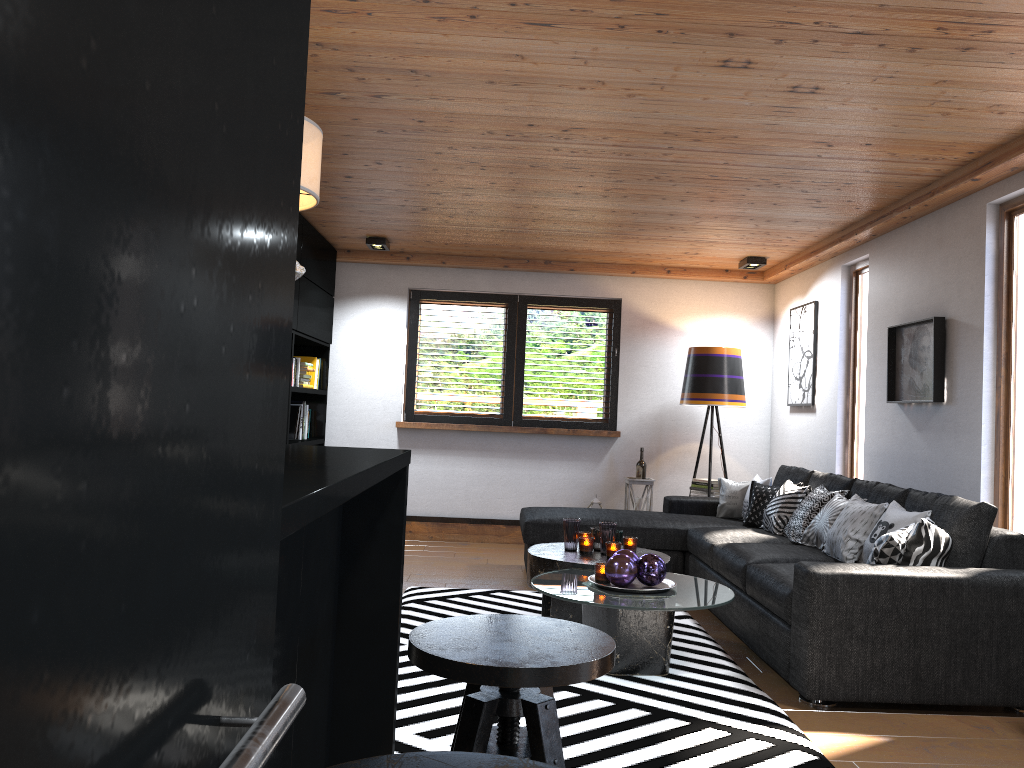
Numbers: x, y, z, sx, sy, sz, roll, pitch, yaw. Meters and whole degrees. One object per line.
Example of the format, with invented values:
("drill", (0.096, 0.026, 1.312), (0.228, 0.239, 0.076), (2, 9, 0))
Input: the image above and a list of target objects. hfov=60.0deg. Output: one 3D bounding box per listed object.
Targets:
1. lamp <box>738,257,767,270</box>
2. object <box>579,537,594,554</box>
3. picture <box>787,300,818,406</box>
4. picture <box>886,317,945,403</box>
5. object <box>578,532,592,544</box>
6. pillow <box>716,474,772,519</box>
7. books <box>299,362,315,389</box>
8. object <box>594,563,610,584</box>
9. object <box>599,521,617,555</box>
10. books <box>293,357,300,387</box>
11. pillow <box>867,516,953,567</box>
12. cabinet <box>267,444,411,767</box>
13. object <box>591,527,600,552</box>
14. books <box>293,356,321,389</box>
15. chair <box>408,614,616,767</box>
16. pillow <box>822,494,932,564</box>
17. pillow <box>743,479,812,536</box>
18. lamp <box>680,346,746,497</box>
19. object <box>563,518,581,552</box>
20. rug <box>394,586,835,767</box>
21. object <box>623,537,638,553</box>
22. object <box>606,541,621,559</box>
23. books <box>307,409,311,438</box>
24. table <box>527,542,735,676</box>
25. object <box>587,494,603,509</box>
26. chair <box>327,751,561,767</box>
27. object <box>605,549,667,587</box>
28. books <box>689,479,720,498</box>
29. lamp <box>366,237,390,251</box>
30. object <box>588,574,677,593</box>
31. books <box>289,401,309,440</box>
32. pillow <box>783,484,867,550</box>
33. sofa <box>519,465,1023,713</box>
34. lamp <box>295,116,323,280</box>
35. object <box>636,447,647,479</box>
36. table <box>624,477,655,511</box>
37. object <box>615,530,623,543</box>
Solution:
("lamp", (1.891, -0.955, 6.973), (0.155, 0.068, 0.261), (3, -2, -1))
("object", (0.388, 0.843, 4.625), (0.079, 0.081, 0.079), (2, -2, 14))
("picture", (2.237, -0.222, 6.842), (0.020, 0.782, 0.562), (3, -2, -1))
("picture", (2.239, -0.120, 4.934), (0.066, 0.451, 0.558), (3, -2, -1))
("object", (0.398, 0.850, 4.828), (0.079, 0.081, 0.079), (2, -2, 14))
("pillow", (1.624, 0.796, 6.136), (0.219, 0.347, 0.562), (4, -2, -21))
("books", (-1.684, -0.067, 6.886), (0.260, 0.197, 0.296), (3, -2, 1))
("object", (0.407, 0.848, 3.968), (0.079, 0.081, 0.079), (2, -2, 14))
("object", (0.497, 0.805, 4.620), (0.095, 0.167, 0.093), (4, -3, -30))
("books", (-1.711, -0.091, 6.599), (0.182, 0.233, 0.284), (3, -2, 2))
("pillow", (1.721, 0.737, 3.829), (0.542, 0.346, 0.296), (4, -3, -41))
("cabinet", (-0.456, 0.620, 1.197), (0.430, 1.010, 1.623), (3, -2, -1))
("object", (0.474, 0.831, 4.734), (0.114, 0.122, 0.112), (4, -3, -25))
("books", (-1.663, -0.087, 7.148), (0.213, 0.261, 0.210), (3, -2, -2))
("chair", (-0.016, 0.807, 1.543), (0.393, 0.721, 0.392), (3, -2, -2))
("pillow", (1.776, 0.734, 4.360), (0.284, 0.329, 0.724), (3, -2, -11))
("pillow", (1.707, 0.789, 5.636), (0.312, 0.364, 0.666), (3, -2, -6))
("lamp", (2.097, 0.595, 7.289), (1.643, 1.700, 0.519), (4, -3, -23))
("object", (0.314, 0.799, 4.695), (0.095, 0.167, 0.093), (4, -3, -30))
("rug", (0.207, 1.236, 4.049), (1.663, 0.020, 2.897), (3, -2, -1))
("object", (0.627, 0.856, 4.705), (0.079, 0.081, 0.079), (2, -2, 14))
("object", (0.513, 0.844, 4.489), (0.079, 0.081, 0.079), (2, -2, 14))
("books", (-1.726, 0.316, 7.087), (0.189, 0.238, 0.289), (3, -2, -3))
("table", (0.523, 1.063, 4.247), (0.896, 0.372, 1.522), (3, -2, -1))
("object", (0.685, 1.138, 7.300), (0.253, 0.462, 0.251), (3, -2, -2))
("chair", (-0.076, 0.783, 0.836), (0.441, 0.717, 0.441), (3, -2, 2))
("object", (0.527, 0.820, 3.958), (0.286, 0.143, 0.262), (3, -2, -18))
("books", (1.569, 0.841, 7.050), (0.221, 0.159, 0.253), (4, -3, -35))
("lamp", (-1.036, -1.090, 6.862), (0.155, 0.068, 0.261), (3, -2, -1))
("object", (0.535, 0.886, 3.943), (0.392, 0.022, 0.397), (2, -2, 17))
("books", (-1.706, 0.275, 6.765), (0.222, 0.296, 0.344), (3, -2, -1))
("pillow", (1.751, 0.768, 5.006), (0.275, 0.356, 0.727), (3, -2, -1))
("sofa", (1.122, 0.904, 4.985), (2.090, 0.819, 3.085), (3, -2, -1))
("lamp", (-0.424, -0.136, 1.328), (0.247, 0.516, 0.247), (3, -3, 2))
("object", (1.062, 0.664, 7.281), (0.088, 0.286, 0.086), (5, -3, -39))
("table", (1.032, 1.079, 7.265), (0.227, 0.609, 0.224), (3, -3, -2))
("object", (0.557, 0.850, 4.830), (0.091, 0.099, 0.093), (1, -3, 35))
